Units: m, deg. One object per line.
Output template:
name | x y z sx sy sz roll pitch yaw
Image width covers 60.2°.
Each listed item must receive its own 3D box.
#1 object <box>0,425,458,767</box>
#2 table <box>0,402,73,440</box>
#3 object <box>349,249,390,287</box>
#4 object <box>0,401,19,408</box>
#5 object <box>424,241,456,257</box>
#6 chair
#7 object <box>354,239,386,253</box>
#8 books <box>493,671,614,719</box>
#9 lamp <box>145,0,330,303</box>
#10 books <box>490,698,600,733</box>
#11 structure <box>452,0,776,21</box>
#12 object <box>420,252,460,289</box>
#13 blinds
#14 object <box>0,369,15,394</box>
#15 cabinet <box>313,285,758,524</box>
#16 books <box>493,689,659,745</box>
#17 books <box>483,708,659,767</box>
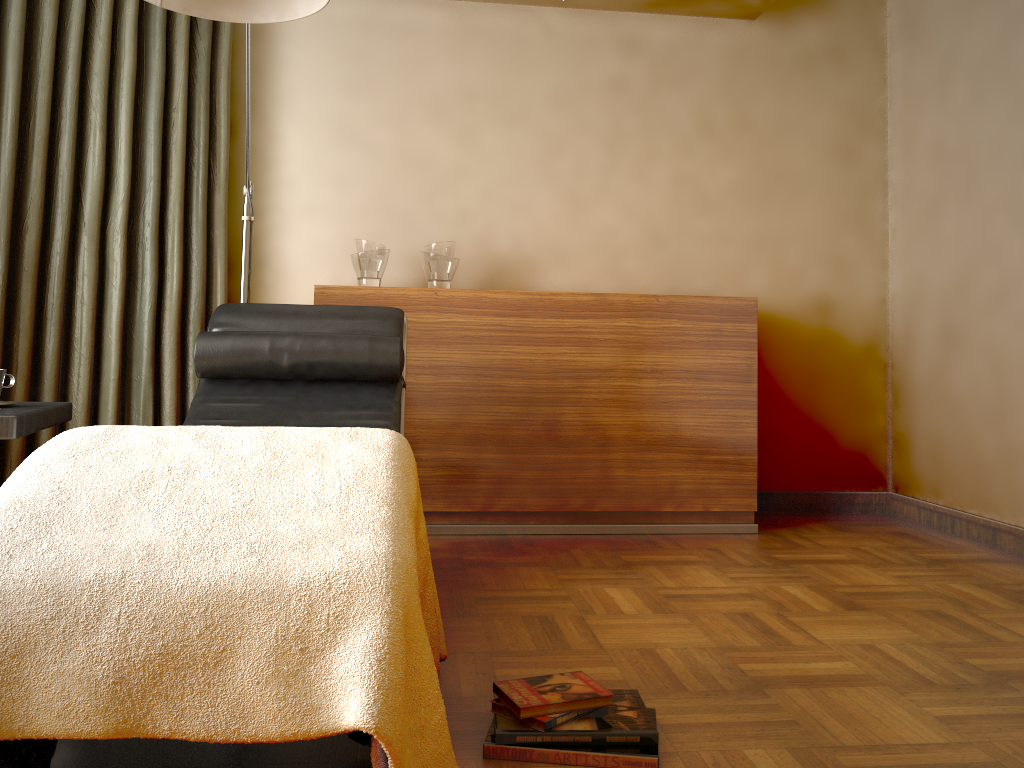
object | -0.495 0.341 1.446 0.917 0.522 0.907 1 0 -6
table | -1.240 0.071 1.819 0.517 0.045 0.498 1 2 -16
object | -0.546 -0.440 3.386 0.155 0.155 0.155 0 -1 40
object | -1.134 0.044 1.878 0.150 0.009 0.149 1 2 -1
object | -0.279 -0.474 3.420 0.122 0.150 0.122 2 -2 -27
chair | -0.538 0.176 1.981 0.635 0.800 1.785 1 1 -7
object | -0.546 -0.478 3.389 0.122 0.150 0.122 2 -2 -25
books | 0.070 0.532 1.521 0.172 0.018 0.123 0 2 -22
lamp | -0.640 -0.377 2.284 0.451 1.976 1.410 1 -2 -3
books | 0.066 0.550 1.527 0.123 0.018 0.172 2 2 43
structure | 0.011 -1.695 3.708 2.177 0.131 0.273 1 1 -7
object | -0.280 -0.435 3.417 0.155 0.155 0.155 1 -1 -16
blinds | -1.594 -0.714 2.842 0.224 2.464 1.527 -2 -3 38
object | -1.134 0.008 1.886 0.098 0.079 0.110 1 0 -5
cabinet | 0.081 0.080 3.473 1.673 0.867 0.414 1 -3 -7
books | 0.102 0.570 1.519 0.264 0.020 0.189 1 2 -2
books | 0.105 0.592 1.502 0.280 0.022 0.200 1 2 8
